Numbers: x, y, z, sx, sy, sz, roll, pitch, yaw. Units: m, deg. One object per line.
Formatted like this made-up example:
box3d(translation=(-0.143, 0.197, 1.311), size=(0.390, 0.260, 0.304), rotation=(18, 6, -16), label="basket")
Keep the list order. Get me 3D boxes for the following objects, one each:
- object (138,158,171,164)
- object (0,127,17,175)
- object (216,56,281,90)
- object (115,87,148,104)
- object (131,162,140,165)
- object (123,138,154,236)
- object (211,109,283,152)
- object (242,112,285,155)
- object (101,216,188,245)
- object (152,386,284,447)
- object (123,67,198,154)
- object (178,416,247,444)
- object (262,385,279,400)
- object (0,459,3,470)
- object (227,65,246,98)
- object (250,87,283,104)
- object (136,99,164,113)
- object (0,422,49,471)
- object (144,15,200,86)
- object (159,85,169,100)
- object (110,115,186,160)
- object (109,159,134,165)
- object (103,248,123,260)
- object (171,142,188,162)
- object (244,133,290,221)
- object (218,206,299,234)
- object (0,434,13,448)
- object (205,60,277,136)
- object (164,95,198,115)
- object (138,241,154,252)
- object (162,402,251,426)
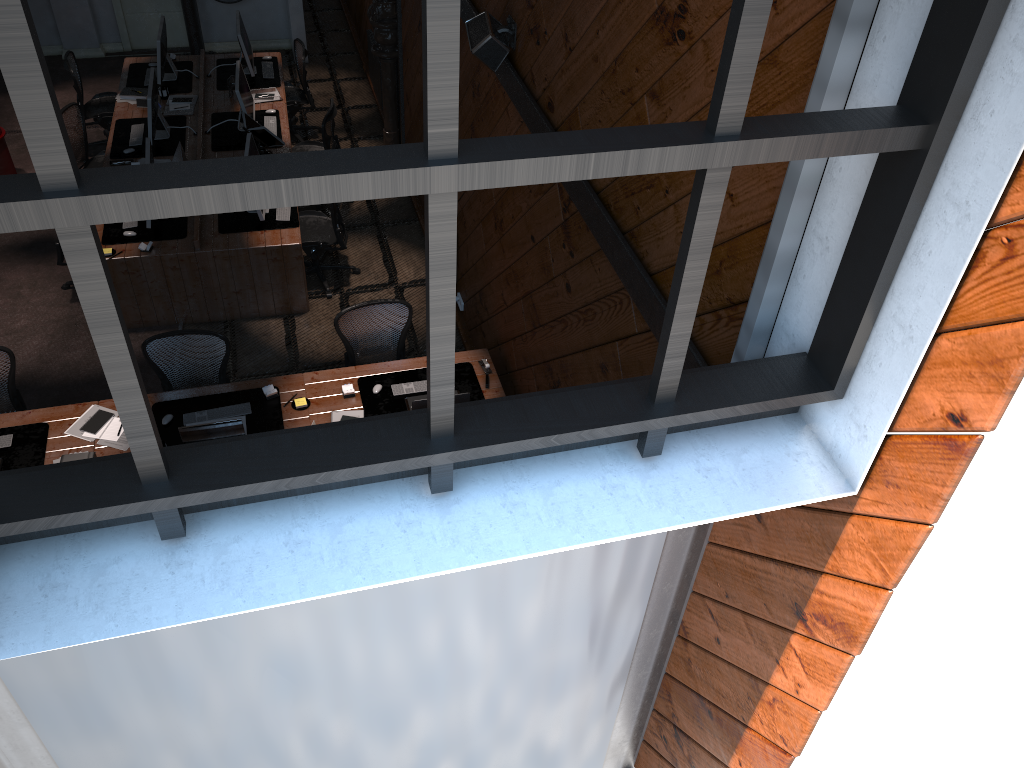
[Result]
box3d(translation=(-3.411, -2.080, 8.420), size=(0.315, 0.002, 0.246), rotation=(2, 42, -2), label="object")
box3d(translation=(-5.433, -2.431, 9.213), size=(0.414, 0.707, 0.414), rotation=(24, 46, 20), label="object")
box3d(translation=(-2.986, -3.521, 10.031), size=(0.687, 0.008, 0.848), rotation=(-7, 44, -12), label="object")
box3d(translation=(-4.032, -3.075, 9.412), size=(0.363, 0.065, 0.325), rotation=(9, 42, 5), label="object")
box3d(translation=(-3.504, -2.023, 8.279), size=(0.076, 0.102, 0.034), rotation=(-8, 44, -13), label="object")
box3d(translation=(-3.075, -1.694, 7.614), size=(0.610, 0.573, 0.714), rotation=(-9, 44, -14), label="object")
box3d(translation=(-2.706, -2.590, 9.033), size=(0.687, 0.008, 0.848), rotation=(-7, 44, -12), label="object")
box3d(translation=(-2.424, -2.387, 8.549), size=(0.304, 0.380, 0.417), rotation=(-30, 52, -32), label="object")
box3d(translation=(-3.200, -1.478, 7.772), size=(0.687, 0.008, 0.848), rotation=(-7, 44, -12), label="object")
box3d(translation=(-1.964, 0.297, 5.926), size=(0.848, 0.008, 0.687), rotation=(-9, 44, -14), label="object")
box3d(translation=(-3.572, -2.637, 8.610), size=(0.654, 0.576, 0.735), rotation=(25, 46, 22), label="object")
box3d(translation=(-1.929, 0.248, 5.727), size=(0.380, 0.288, 0.320), rotation=(-8, 44, -13), label="object")
box3d(translation=(-1.685, 0.047, 6.169), size=(0.082, 0.063, 0.106), rotation=(-22, 48, -26), label="object")
box3d(translation=(-3.369, 0.505, 5.369), size=(0.390, 0.283, 0.323), rotation=(-7, 43, -12), label="object")
box3d(translation=(-2.942, -3.262, 9.498), size=(0.229, 0.351, 0.135), rotation=(-10, 44, -15), label="object")
box3d(translation=(-2.657, -3.117, 9.577), size=(0.316, 0.060, 0.229), rotation=(-13, 45, -18), label="object")
box3d(translation=(-3.750, -2.915, 9.247), size=(0.347, 0.083, 0.129), rotation=(19, 44, 15), label="object")
box3d(translation=(-3.384, 0.536, 5.547), size=(0.848, 0.008, 0.687), rotation=(-9, 44, -14), label="object")
box3d(translation=(-3.844, -3.603, 9.652), size=(0.692, 0.581, 0.586), rotation=(25, 46, 22), label="object")
box3d(translation=(-3.701, -3.098, 9.422), size=(0.078, 0.138, 0.099), rotation=(3, 42, -1), label="object")
box3d(translation=(-3.604, -2.460, 8.817), size=(0.687, 0.008, 0.848), rotation=(-7, 44, -12), label="object")
box3d(translation=(-3.699, -2.106, 8.404), size=(0.215, 0.031, 0.089), rotation=(-8, 44, -13), label="object")
box3d(translation=(-3.331, -1.089, 7.320), size=(0.154, 0.026, 0.158), rotation=(24, 46, 21), label="object")
box3d(translation=(-3.148, -2.166, 8.299), size=(0.165, 0.320, 0.178), rotation=(-2, 43, -7), label="object")
box3d(translation=(-2.223, -1.768, 7.768), size=(0.663, 0.578, 0.811), rotation=(32, 49, 27), label="object")
box3d(translation=(-2.292, -1.610, 7.991), size=(0.687, 0.008, 0.848), rotation=(-7, 44, -12), label="object")
box3d(translation=(-3.502, 0.407, 5.653), size=(0.577, 0.040, 0.139), rotation=(-8, 44, -13), label="object")
box3d(translation=(-2.622, -2.825, 8.895), size=(0.642, 0.578, 0.772), rotation=(24, 46, 20), label="object")
box3d(translation=(-3.491, -2.946, 9.340), size=(0.304, 0.017, 0.467), rotation=(-3, 43, -8), label="object")
box3d(translation=(-3.048, -1.147, 7.380), size=(0.106, 0.063, 0.082), rotation=(4, 42, -1), label="object")
box3d(translation=(-2.058, 0.211, 5.986), size=(0.577, 0.040, 0.139), rotation=(-9, 44, -14), label="object")
